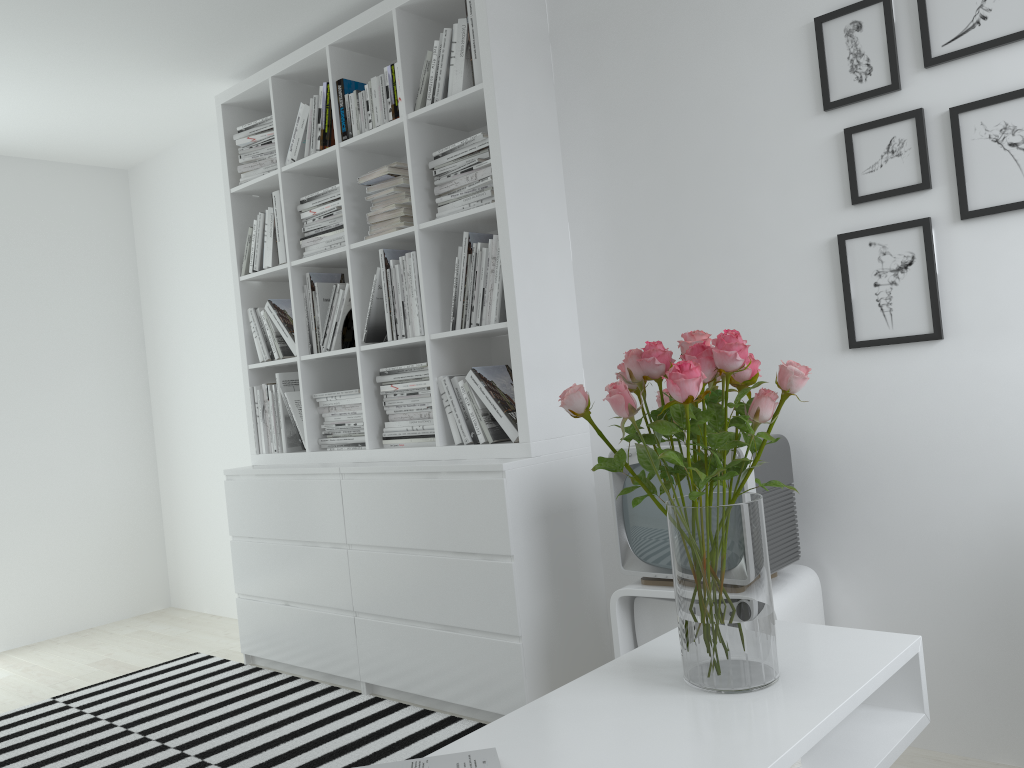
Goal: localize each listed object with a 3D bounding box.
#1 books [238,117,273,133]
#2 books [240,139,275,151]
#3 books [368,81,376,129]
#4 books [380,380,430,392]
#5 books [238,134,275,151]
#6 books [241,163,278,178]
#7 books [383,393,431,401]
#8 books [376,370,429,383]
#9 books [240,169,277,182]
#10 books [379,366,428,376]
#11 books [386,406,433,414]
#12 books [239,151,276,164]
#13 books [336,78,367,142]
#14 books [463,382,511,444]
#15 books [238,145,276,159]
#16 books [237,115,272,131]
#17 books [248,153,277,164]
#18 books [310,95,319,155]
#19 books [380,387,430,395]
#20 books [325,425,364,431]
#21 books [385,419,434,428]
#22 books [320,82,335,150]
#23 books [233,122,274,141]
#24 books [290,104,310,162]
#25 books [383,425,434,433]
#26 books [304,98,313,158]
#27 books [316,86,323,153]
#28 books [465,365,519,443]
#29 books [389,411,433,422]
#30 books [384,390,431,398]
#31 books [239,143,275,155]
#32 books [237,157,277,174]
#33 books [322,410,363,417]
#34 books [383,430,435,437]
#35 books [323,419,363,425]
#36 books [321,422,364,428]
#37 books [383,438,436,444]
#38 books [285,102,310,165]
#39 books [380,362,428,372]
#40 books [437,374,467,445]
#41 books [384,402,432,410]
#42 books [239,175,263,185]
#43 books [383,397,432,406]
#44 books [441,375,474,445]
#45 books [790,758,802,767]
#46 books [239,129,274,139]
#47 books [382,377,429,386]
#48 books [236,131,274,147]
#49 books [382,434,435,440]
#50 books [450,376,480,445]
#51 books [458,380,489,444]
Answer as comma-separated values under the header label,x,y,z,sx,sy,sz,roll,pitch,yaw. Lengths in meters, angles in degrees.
label,x,y,z,sx,sy,sz,roll,pitch,yaw
books,-1.005,-1.085,3.748,0.285,0.012,0.159,-6,0,37
books,-0.991,-1.002,3.755,0.285,0.012,0.159,-6,0,32
books,-0.458,-0.997,3.214,0.022,0.178,0.128,-6,0,42
books,-0.326,0.002,3.241,0.273,0.021,0.174,-6,0,42
books,-1.015,-1.012,3.760,0.256,0.013,0.161,-6,0,37
books,-0.986,-0.895,3.758,0.273,0.021,0.174,-6,0,32
books,-0.327,0.043,3.244,0.254,0.012,0.161,-6,0,42
books,-0.324,-0.034,3.243,0.331,0.025,0.176,-6,0,42
books,-0.980,-0.877,3.761,0.288,0.016,0.182,-6,0,27
books,-0.330,-0.053,3.234,0.285,0.012,0.159,-6,0,42
books,-0.298,0.088,3.251,0.288,0.016,0.182,-6,0,42
books,-0.986,-0.958,3.774,0.288,0.016,0.182,-6,0,22
books,-0.581,-1.011,3.320,0.042,0.231,0.140,-6,0,42
books,-0.057,0.088,2.964,0.118,0.213,0.161,-6,0,42
books,-1.003,-0.974,3.767,0.263,0.017,0.167,-6,0,27
books,-1.017,-1.097,3.759,0.254,0.012,0.161,-6,0,32
books,-0.976,-0.944,3.768,0.288,0.016,0.182,-6,0,37
books,-0.703,-0.991,3.438,0.084,0.222,0.161,-6,0,42
books,-0.339,0.020,3.249,0.256,0.013,0.161,-6,0,42
books,-0.593,0.166,3.489,0.256,0.013,0.161,-6,0,42
books,-0.310,0.136,3.244,0.273,0.021,0.174,-6,0,42
books,-0.645,-1.012,3.393,0.118,0.251,0.170,-6,0,42
books,-1.000,-1.066,3.758,0.331,0.025,0.176,-6,0,32
books,-0.769,-0.977,3.512,0.162,0.210,0.167,-6,0,42
books,-0.307,0.155,3.243,0.288,0.016,0.182,-6,0,42
books,-0.727,-0.986,3.462,0.101,0.218,0.161,-6,0,42
books,-0.676,-1.007,3.423,0.089,0.248,0.159,-6,0,42
books,-0.006,0.061,2.922,0.226,0.255,0.176,-6,0,42
books,-0.287,0.110,3.242,0.296,0.028,0.180,-6,0,42
books,-0.316,0.030,3.241,0.285,0.012,0.159,-6,0,42
books,-1.003,-0.989,3.756,0.254,0.012,0.161,-6,0,22
books,-0.985,-0.920,3.757,0.296,0.028,0.180,-6,0,22
books,-0.592,0.109,3.516,0.288,0.016,0.182,-6,0,42
books,-0.308,0.171,3.231,0.288,0.016,0.182,-6,0,42
books,-0.602,0.142,3.498,0.254,0.012,0.161,-6,0,42
books,-0.605,0.155,3.510,0.285,0.012,0.159,-6,0,42
books,-0.289,0.196,3.272,0.308,0.014,0.232,-6,0,39
books,-0.790,-0.982,3.543,0.173,0.226,0.186,-6,0,42
books,-0.340,-0.065,3.247,0.254,0.012,0.161,-6,0,42
books,-0.159,0.084,3.067,0.093,0.239,0.172,-6,0,42
books,-0.307,0.073,3.259,0.288,0.016,0.182,-6,0,42
books,-0.982,-0.861,3.744,0.288,0.016,0.182,-6,0,32
books,-0.325,0.058,3.254,0.263,0.017,0.167,-6,0,42
books,-0.133,0.084,3.030,0.112,0.235,0.172,-6,0,42
books,0.324,0.640,1.506,0.259,0.014,0.191,-6,0,-21
books,-1.009,-1.047,3.764,0.254,0.013,0.161,-6,0,27
books,-0.331,-0.015,3.252,0.254,0.013,0.161,-6,0,42
books,-1.002,-1.030,3.754,0.273,0.021,0.174,-6,0,22
books,-0.282,0.183,3.276,0.312,0.012,0.251,-6,0,43
books,-0.108,0.083,3.011,0.104,0.232,0.152,-6,0,42
books,-0.083,0.087,2.994,0.101,0.218,0.161,-6,0,42
